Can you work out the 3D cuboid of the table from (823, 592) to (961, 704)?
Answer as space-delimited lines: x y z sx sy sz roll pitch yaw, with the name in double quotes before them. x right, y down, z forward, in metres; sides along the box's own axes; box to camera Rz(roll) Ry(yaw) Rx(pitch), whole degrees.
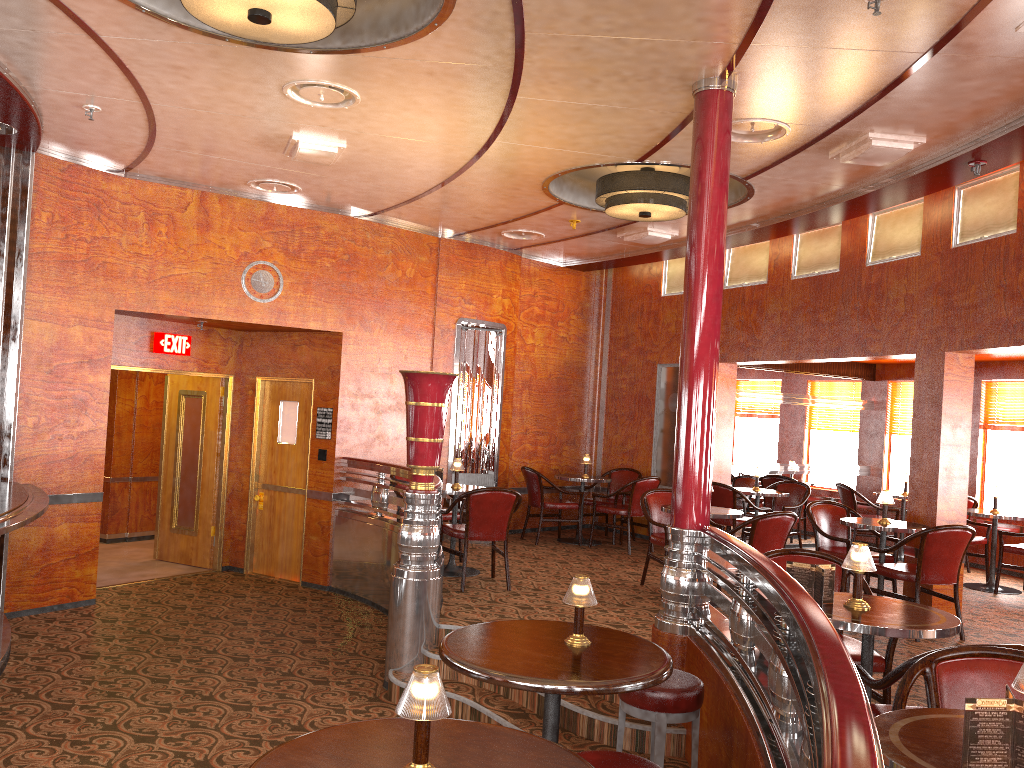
"table" 1.380 1.240 3.467 0.639 0.720 0.640 3 -1 3

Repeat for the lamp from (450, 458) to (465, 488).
"lamp" -0.473 0.763 7.616 0.130 0.250 0.130 4 -1 -29

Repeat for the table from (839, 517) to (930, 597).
"table" 2.835 1.425 6.804 0.640 0.720 0.639 4 -1 -29

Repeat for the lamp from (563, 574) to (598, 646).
"lamp" 0.253 0.842 3.316 0.130 0.250 0.130 2 -1 43

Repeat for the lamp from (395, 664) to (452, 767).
"lamp" -0.205 0.777 2.040 0.130 0.250 0.130 4 -1 -38

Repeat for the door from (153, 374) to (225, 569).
"door" -3.368 0.882 9.258 0.808 1.982 0.063 3 -1 26

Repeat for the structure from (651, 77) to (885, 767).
"structure" 0.778 0.137 2.701 0.549 3.604 4.355 3 -1 6

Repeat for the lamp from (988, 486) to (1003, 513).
"lamp" 4.566 1.089 8.370 0.130 0.250 0.130 4 -1 -11

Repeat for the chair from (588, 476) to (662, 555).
"chair" 1.237 1.356 9.410 0.588 0.816 0.615 5 -2 -43

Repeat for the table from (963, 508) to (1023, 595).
"table" 4.542 1.573 8.363 0.639 0.720 0.640 2 -2 43

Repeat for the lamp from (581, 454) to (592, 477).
"lamp" 0.821 0.906 9.820 0.130 0.250 0.130 4 -1 -11

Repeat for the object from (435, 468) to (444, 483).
"object" -0.635 0.800 7.593 0.195 0.156 0.169 3 -1 27

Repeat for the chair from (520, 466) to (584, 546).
"chair" 0.390 1.313 9.658 0.615 0.816 0.588 4 -1 -23

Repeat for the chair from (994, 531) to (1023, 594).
"chair" 4.820 1.531 8.011 0.588 0.816 0.615 4 -1 -33

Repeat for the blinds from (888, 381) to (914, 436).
"blinds" 4.816 0.296 10.496 0.050 0.661 0.803 4 -1 -27

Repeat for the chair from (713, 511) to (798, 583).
"chair" 1.730 1.301 6.489 0.588 0.816 0.615 4 -1 -33

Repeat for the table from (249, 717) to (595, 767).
"table" -0.219 1.382 2.017 0.849 0.960 0.850 3 -1 34

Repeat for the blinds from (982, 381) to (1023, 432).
"blinds" 5.346 0.234 9.358 0.057 0.539 0.803 4 -1 -22

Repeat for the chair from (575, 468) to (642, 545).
"chair" 1.147 1.372 10.154 0.587 0.816 0.615 2 -2 42

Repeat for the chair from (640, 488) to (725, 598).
"chair" 1.371 1.305 7.378 0.588 0.816 0.615 4 -1 -18

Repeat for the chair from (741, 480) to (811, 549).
"chair" 2.901 1.464 9.667 0.615 0.816 0.587 4 -1 -38

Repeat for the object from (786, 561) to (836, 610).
"object" 1.190 0.789 3.465 0.195 0.156 0.169 3 -1 2

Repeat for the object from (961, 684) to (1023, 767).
"object" 1.015 0.732 1.842 0.169 0.156 0.195 4 -1 -8

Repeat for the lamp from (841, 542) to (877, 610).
"lamp" 1.368 0.754 3.501 0.130 0.250 0.130 4 -1 -11

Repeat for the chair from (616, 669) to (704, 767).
"chair" 0.590 1.581 3.638 0.350 0.755 0.350 4 -1 -42

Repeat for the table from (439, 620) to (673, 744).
"table" 0.131 1.439 3.231 0.849 0.960 0.850 3 -1 12

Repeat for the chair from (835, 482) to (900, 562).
"chair" 3.969 1.539 10.029 0.615 0.816 0.588 3 -1 -1

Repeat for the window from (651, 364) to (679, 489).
"window" 1.950 0.495 10.124 0.257 1.440 0.806 4 -1 -33

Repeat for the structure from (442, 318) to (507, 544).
"structure" -0.367 0.493 9.508 0.812 2.354 0.557 4 -1 -37

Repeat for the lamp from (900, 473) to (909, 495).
"lamp" 4.464 1.131 10.045 0.130 0.250 0.130 3 -1 25

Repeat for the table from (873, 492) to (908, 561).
"table" 4.431 1.616 10.067 0.639 0.720 0.640 3 -1 12

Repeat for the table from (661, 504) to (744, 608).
"table" 1.481 1.349 7.006 0.640 0.720 0.639 4 -1 -29

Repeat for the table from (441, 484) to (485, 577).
"table" -0.499 1.248 7.606 0.640 0.720 0.639 4 -1 -29

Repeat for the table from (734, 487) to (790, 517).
"table" 2.576 1.484 9.364 0.640 0.720 0.639 4 -1 -29

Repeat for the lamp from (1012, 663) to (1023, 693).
"lamp" 1.162 0.696 1.932 0.130 0.250 0.130 2 -1 43

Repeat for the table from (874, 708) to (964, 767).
"table" 1.099 1.179 1.940 0.640 0.720 0.640 4 -1 -15

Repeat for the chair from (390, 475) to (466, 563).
"chair" -0.819 1.196 8.151 0.588 0.816 0.615 4 -1 -38

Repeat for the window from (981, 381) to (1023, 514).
"window" 5.361 0.677 9.369 0.040 1.420 0.820 4 -1 -22

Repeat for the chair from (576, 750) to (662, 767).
"chair" 0.280 1.533 2.651 0.350 0.755 0.350 4 -1 -17

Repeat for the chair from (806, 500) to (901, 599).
"chair" 2.694 1.378 7.146 0.588 0.816 0.615 4 -1 -23

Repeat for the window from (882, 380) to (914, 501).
"window" 4.818 0.677 10.503 0.151 1.436 0.838 4 -1 -27

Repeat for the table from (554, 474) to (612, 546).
"table" 0.767 1.388 9.821 0.640 0.720 0.639 4 -1 -29

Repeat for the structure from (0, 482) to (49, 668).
"structure" -4.663 1.095 2.827 3.206 1.047 7.815 2 -2 32

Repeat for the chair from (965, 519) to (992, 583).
"chair" 4.282 1.520 8.733 0.588 0.816 0.615 4 -1 -33

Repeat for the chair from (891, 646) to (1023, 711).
"chair" 1.273 1.150 2.276 0.587 0.816 0.615 3 -1 27

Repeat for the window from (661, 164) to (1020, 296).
"window" 2.807 -1.370 4.486 1.956 0.480 11.951 3 -2 -1

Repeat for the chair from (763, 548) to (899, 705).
"chair" 1.382 1.209 4.072 0.588 0.816 0.615 3 -1 2

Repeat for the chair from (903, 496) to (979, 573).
"chair" 4.603 1.560 9.470 0.588 0.816 0.615 3 -1 -1

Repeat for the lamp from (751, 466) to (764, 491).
"lamp" 2.597 1.000 9.394 0.130 0.250 0.130 4 -1 -11

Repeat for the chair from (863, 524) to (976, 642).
"chair" 2.916 1.367 6.309 0.588 0.816 0.615 4 -1 -18

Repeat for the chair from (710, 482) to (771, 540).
"chair" 2.230 1.406 9.068 0.615 0.816 0.587 4 -1 -38

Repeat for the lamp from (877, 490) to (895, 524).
"lamp" 2.870 0.941 6.818 0.130 0.250 0.130 3 -1 -2

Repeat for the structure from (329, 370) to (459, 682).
"structure" -0.917 0.955 7.083 0.624 2.024 3.169 4 -1 -18

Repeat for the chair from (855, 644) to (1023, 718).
"chair" 1.475 1.180 2.879 0.588 0.816 0.615 3 -1 2

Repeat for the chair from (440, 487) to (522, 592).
"chair" -0.255 1.198 7.060 0.588 0.816 0.615 4 -1 -23
